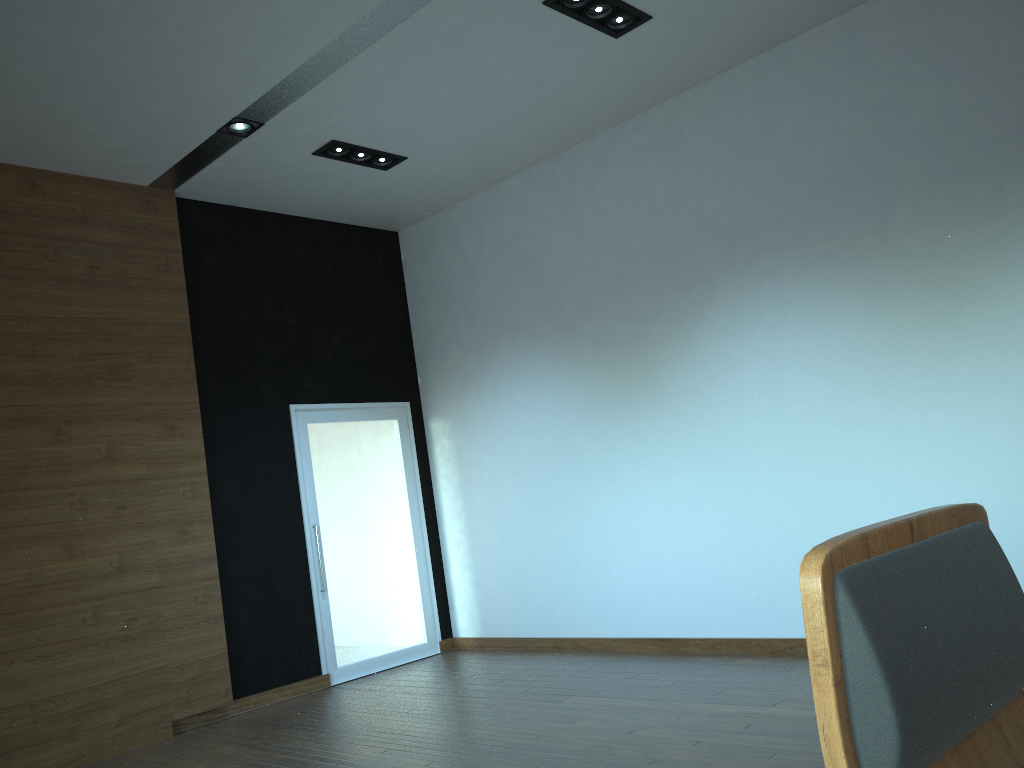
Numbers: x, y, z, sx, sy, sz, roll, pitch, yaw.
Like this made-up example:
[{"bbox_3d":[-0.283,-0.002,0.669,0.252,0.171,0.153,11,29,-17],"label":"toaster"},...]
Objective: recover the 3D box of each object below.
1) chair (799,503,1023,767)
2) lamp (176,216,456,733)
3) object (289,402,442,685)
[{"bbox_3d":[0.669,0.621,0.580,0.705,1.123,0.700,-3,-8,-45],"label":"chair"},{"bbox_3d":[-2.151,-0.024,2.651,16.772,3.693,9.385,-15,-10,42],"label":"lamp"},{"bbox_3d":[-1.207,1.234,7.230,0.201,2.151,1.196,-13,-7,42],"label":"object"}]
